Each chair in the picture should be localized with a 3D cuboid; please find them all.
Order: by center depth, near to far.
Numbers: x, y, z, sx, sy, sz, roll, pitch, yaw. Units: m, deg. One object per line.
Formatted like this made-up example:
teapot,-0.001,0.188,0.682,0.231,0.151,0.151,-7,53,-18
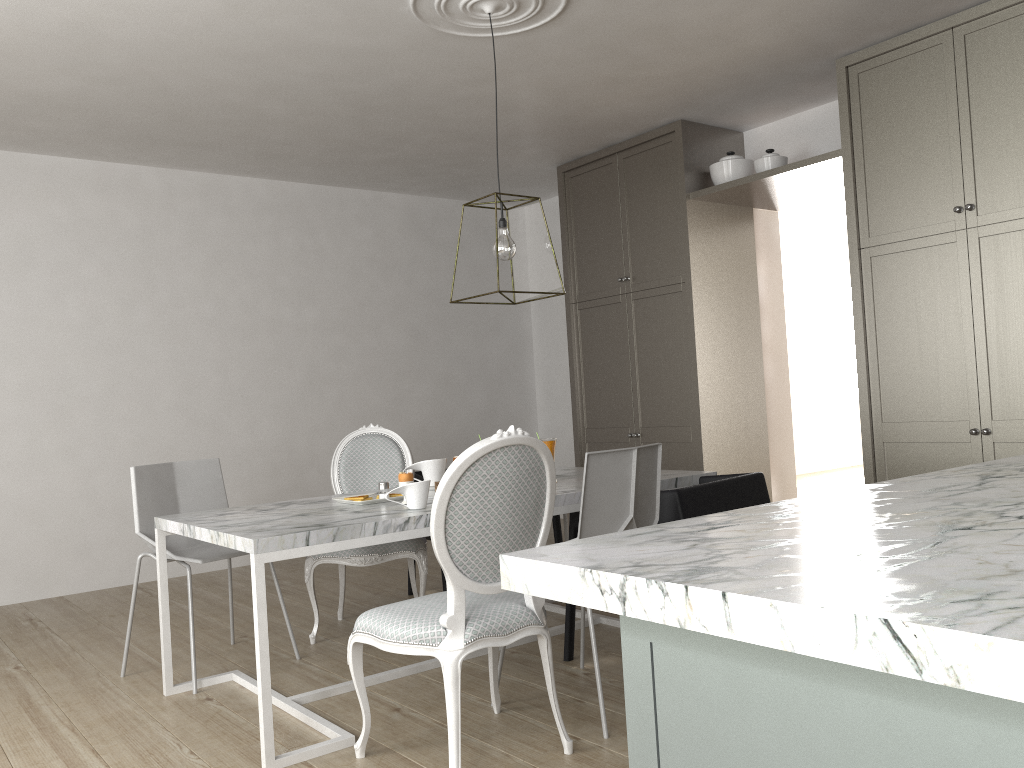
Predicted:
chair,-0.112,0.524,2.264,0.480,0.833,0.505,-3,-2,-40
chair,0.221,0.560,2.623,0.439,0.745,0.470,-5,-2,43
chair,0.568,0.623,3.019,0.609,0.597,0.569,-5,-2,43
chair,-1.095,0.652,3.197,0.439,0.745,0.470,-4,-1,38
chair,-0.593,0.582,3.653,0.480,0.833,0.505,-3,-1,-5
chair,-0.138,0.687,4.066,0.569,0.597,0.609,-3,-1,-22

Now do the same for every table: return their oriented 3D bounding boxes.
table,-0.188,0.672,3.103,1.781,0.583,0.870,-3,-1,-37

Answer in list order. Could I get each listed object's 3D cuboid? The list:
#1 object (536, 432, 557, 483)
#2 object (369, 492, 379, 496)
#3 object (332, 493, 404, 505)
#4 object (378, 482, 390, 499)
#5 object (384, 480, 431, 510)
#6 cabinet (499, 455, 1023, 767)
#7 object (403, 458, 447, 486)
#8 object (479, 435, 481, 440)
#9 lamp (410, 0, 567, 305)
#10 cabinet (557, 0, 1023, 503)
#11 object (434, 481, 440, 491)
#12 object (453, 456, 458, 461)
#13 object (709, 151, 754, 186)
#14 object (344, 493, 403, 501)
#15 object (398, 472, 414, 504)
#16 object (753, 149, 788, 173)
object,0.131,0.268,3.213,0.071,0.188,0.071,-3,-1,-17
object,-0.487,0.388,3.085,0.032,0.013,0.132,-4,-1,27
object,-0.473,0.388,3.006,0.212,0.014,0.212,-3,-1,-38
object,-0.429,0.359,2.971,0.036,0.060,0.036,-4,-1,3
object,-0.307,0.336,2.671,0.138,0.085,0.089,-2,-2,-42
cabinet,1.207,0.478,1.321,2.360,0.721,0.870,-3,-1,-37
object,-0.332,0.343,3.425,0.170,0.105,0.110,-3,-1,-17
object,-0.085,0.284,3.362,0.071,0.188,0.071,-3,-1,-17
lamp,-0.051,-0.865,3.274,0.584,1.108,0.584,-3,-1,-22
cabinet,2.379,-0.364,3.780,0.947,2.377,5.433,-3,-1,-37
object,-0.090,0.360,3.158,0.360,0.031,0.260,-3,-1,-7
object,-0.210,0.336,3.529,0.050,0.101,0.050,-2,-2,-41
object,1.206,-1.166,4.862,0.243,0.214,0.241,-3,-1,-33
object,-0.466,0.384,2.999,0.197,0.014,0.068,-3,-1,-10
object,-0.336,0.329,2.826,0.050,0.101,0.050,-3,-1,-31
object,1.361,-1.153,4.661,0.176,0.161,0.174,-3,-1,-33
